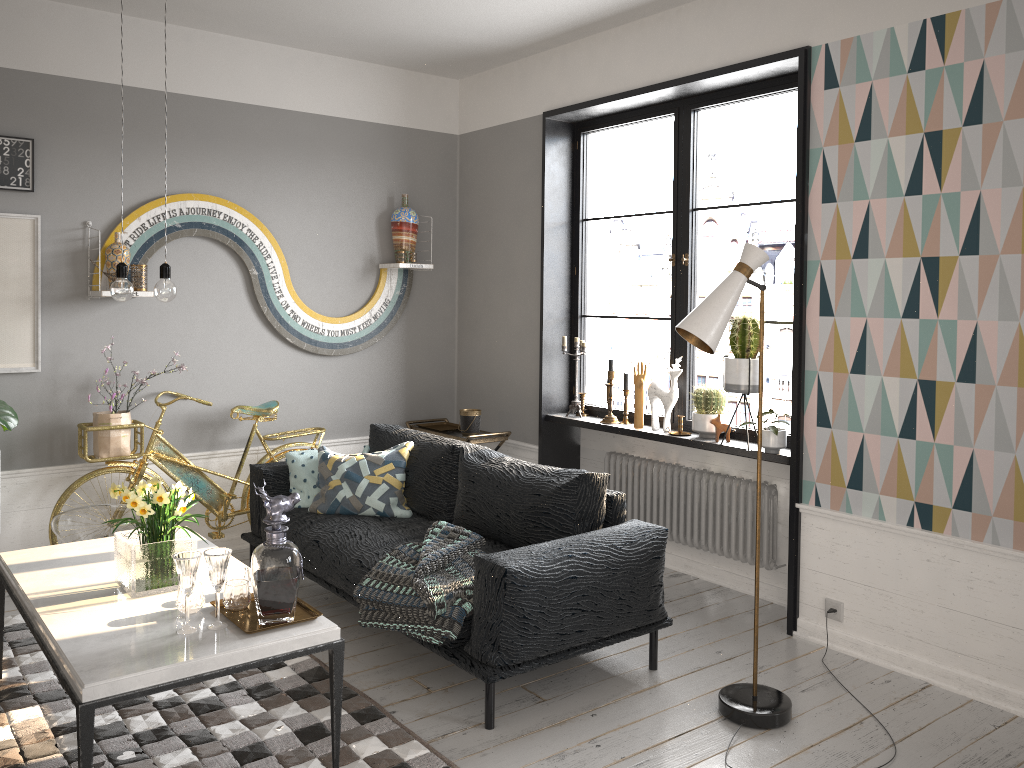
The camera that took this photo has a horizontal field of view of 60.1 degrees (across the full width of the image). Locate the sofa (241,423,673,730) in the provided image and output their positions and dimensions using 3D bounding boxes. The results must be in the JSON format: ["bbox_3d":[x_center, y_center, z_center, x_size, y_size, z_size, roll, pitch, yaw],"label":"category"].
[{"bbox_3d":[-0.413,0.702,4.164,0.971,0.795,2.347,-2,6,-38],"label":"sofa"}]

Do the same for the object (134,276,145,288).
[{"bbox_3d":[-1.994,-0.538,4.738,0.062,0.081,0.062,2,3,28],"label":"object"}]

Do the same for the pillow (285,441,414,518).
[{"bbox_3d":[-0.833,0.474,4.618,0.799,0.361,0.444,4,5,34],"label":"pillow"}]

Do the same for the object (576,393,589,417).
[{"bbox_3d":[0.428,0.117,5.359,0.084,0.151,0.085,-1,3,-34],"label":"object"}]

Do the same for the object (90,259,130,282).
[{"bbox_3d":[-2.072,-0.560,4.559,0.197,0.165,0.060,0,2,-4],"label":"object"}]

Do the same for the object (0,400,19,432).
[{"bbox_3d":[-2.649,0.101,4.142,0.567,1.147,0.417,1,2,2],"label":"object"}]

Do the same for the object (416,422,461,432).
[{"bbox_3d":[-0.448,0.281,5.787,0.247,0.015,0.319,-4,7,-37],"label":"object"}]

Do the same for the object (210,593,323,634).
[{"bbox_3d":[-0.765,0.703,2.746,0.247,0.015,0.319,-4,7,-37],"label":"object"}]

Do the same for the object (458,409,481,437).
[{"bbox_3d":[-0.261,0.242,5.481,0.141,0.160,0.139,1,3,0],"label":"object"}]

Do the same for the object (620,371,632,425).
[{"bbox_3d":[0.648,0.077,5.025,0.075,0.300,0.076,0,2,-7],"label":"object"}]

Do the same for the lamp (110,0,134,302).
[{"bbox_3d":[-1.557,-0.988,2.367,0.074,1.532,1.399,1,3,21],"label":"lamp"}]

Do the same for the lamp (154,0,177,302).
[{"bbox_3d":[-1.421,-0.990,2.396,0.074,1.532,1.399,1,3,21],"label":"lamp"}]

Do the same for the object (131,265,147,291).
[{"bbox_3d":[-1.965,-0.558,4.661,0.086,0.139,0.086,3,4,45],"label":"object"}]

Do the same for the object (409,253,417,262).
[{"bbox_3d":[-0.632,-0.806,5.641,0.050,0.058,0.050,4,4,42],"label":"object"}]

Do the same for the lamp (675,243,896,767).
[{"bbox_3d":[1.133,0.347,3.205,1.247,1.698,0.681,-2,3,-39],"label":"lamp"}]

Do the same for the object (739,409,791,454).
[{"bbox_3d":[1.199,0.218,4.105,0.246,0.203,0.171,-2,4,-35],"label":"object"}]

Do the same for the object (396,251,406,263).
[{"bbox_3d":[-0.706,-0.806,5.627,0.060,0.079,0.060,3,4,41],"label":"object"}]

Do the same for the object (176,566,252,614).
[{"bbox_3d":[-0.885,0.666,2.802,0.246,0.087,0.280,4,6,30],"label":"object"}]

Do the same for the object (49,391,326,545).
[{"bbox_3d":[-1.665,0.519,4.929,0.427,0.967,1.628,3,5,44],"label":"object"}]

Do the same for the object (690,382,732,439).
[{"bbox_3d":[1.016,0.134,4.553,0.234,0.282,0.214,2,3,26],"label":"object"}]

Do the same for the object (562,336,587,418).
[{"bbox_3d":[0.367,-0.047,5.304,0.145,0.489,0.162,1,2,-2],"label":"object"}]

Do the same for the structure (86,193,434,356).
[{"bbox_3d":[-1.374,-0.625,5.196,2.024,0.953,0.267,-3,4,-38],"label":"structure"}]

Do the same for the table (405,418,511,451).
[{"bbox_3d":[-0.359,0.608,5.674,0.339,0.678,0.744,-1,4,-38],"label":"table"}]

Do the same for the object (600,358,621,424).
[{"bbox_3d":[0.565,0.036,5.049,0.123,0.374,0.123,-1,2,-33],"label":"object"}]

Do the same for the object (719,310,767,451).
[{"bbox_3d":[1.116,-0.030,4.251,0.236,0.669,0.229,2,2,23],"label":"object"}]

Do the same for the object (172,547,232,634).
[{"bbox_3d":[-0.914,0.611,2.613,0.168,0.226,0.082,-1,2,-26],"label":"object"}]

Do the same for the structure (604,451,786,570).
[{"bbox_3d":[0.942,0.661,4.809,0.149,0.427,1.226,-1,5,-40],"label":"structure"}]

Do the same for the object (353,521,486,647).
[{"bbox_3d":[-0.274,0.790,3.507,0.491,0.328,0.668,-3,6,-42],"label":"object"}]

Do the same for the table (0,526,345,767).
[{"bbox_3d":[-1.238,0.937,3.012,0.733,0.509,1.460,-3,6,-37],"label":"table"}]

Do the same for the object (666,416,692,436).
[{"bbox_3d":[0.882,0.217,4.637,0.123,0.099,0.123,0,4,-15],"label":"object"}]

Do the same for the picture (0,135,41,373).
[{"bbox_3d":[-4.083,-0.251,0.726,7.300,1.790,4.050,-3,6,-38],"label":"picture"}]

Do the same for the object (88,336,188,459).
[{"bbox_3d":[-1.964,0.063,4.653,0.488,0.640,0.254,0,2,-20],"label":"object"}]

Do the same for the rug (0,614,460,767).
[{"bbox_3d":[-1.503,1.166,3.101,1.772,0.034,2.533,-3,7,-37],"label":"rug"}]

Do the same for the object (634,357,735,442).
[{"bbox_3d":[0.884,0.066,4.647,0.134,0.409,0.664,-1,4,-36],"label":"object"}]

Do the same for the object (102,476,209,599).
[{"bbox_3d":[-1.209,0.506,3.011,0.325,0.350,0.352,-2,4,-35],"label":"object"}]

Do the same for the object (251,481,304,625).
[{"bbox_3d":[-0.715,0.507,2.697,0.156,0.416,0.149,0,2,-18],"label":"object"}]

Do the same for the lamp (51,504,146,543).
[{"bbox_3d":[-2.043,0.829,4.387,0.432,0.436,0.434,0,4,-7],"label":"lamp"}]
